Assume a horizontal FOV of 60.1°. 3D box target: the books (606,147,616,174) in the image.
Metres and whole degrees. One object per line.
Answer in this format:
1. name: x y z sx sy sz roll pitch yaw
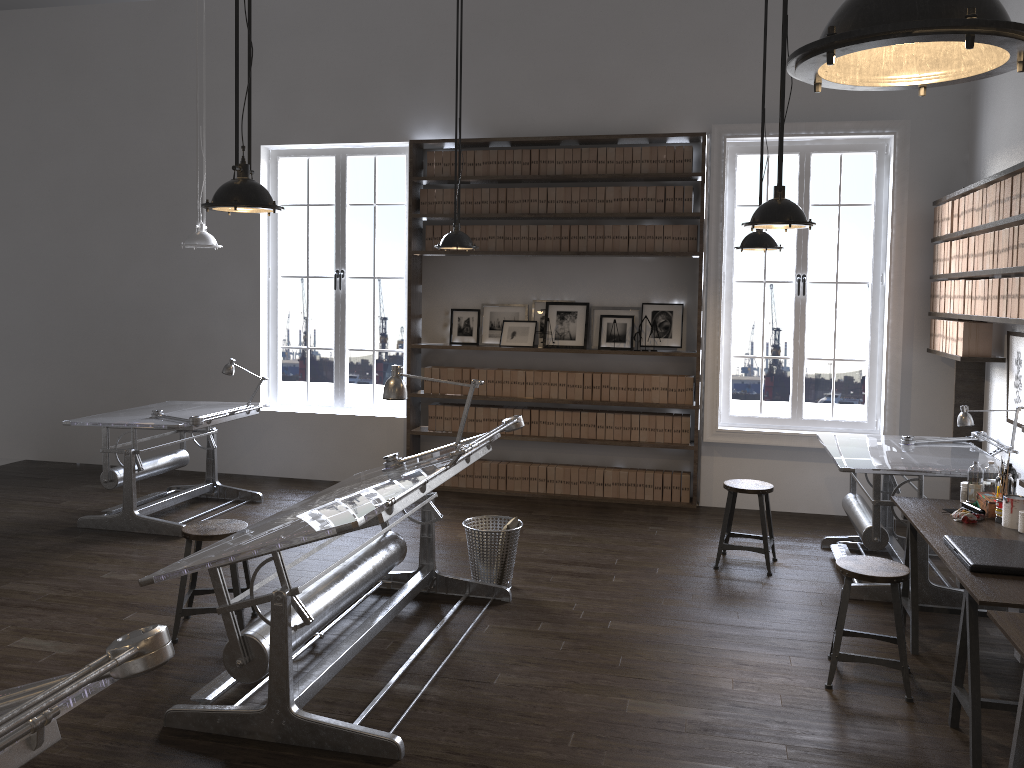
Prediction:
1. books: 0.826 -1.829 7.321 0.067 0.225 0.175 2 4 13

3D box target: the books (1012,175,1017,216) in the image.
1. books: 2.807 -1.013 4.780 0.174 0.225 0.067 2 3 13

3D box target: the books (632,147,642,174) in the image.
1. books: 1.030 -1.821 7.271 0.067 0.225 0.175 2 4 13

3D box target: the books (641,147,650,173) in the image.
1. books: 1.101 -1.818 7.257 0.067 0.225 0.175 2 4 13

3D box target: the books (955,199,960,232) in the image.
1. books: 3.075 -1.128 5.938 0.174 0.225 0.067 2 3 13

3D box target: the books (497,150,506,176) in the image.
1. books: -0.071 -1.866 7.535 0.067 0.225 0.175 2 4 13

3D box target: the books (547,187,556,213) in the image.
1. books: 0.346 -1.531 7.447 0.067 0.225 0.175 2 4 13

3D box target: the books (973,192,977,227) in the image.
1. books: 2.982 -1.087 5.527 0.174 0.225 0.067 2 3 13

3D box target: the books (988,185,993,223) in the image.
1. books: 2.901 -1.054 5.191 0.174 0.225 0.067 2 3 13

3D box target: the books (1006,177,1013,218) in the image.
1. books: 2.819 -1.021 4.854 0.174 0.225 0.067 2 3 13

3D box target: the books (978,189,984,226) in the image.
1. books: 2.947 -1.074 5.396 0.174 0.225 0.067 2 3 13

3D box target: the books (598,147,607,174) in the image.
1. books: 0.755 -1.832 7.334 0.067 0.225 0.175 2 4 13

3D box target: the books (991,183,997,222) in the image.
1. books: 2.881 -1.047 5.122 0.174 0.225 0.067 2 3 13

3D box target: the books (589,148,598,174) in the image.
1. books: 0.684 -1.835 7.351 0.067 0.225 0.175 2 4 13

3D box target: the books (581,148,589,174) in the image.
1. books: 0.624 -1.838 7.370 0.067 0.225 0.175 2 4 13

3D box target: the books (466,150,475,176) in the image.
1. books: -0.334 -1.876 7.592 0.067 0.225 0.175 2 4 13

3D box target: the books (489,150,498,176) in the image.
1. books: -0.138 -1.868 7.545 0.067 0.225 0.175 2 4 13

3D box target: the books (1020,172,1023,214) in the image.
1. books: 2.774 -0.999 4.642 0.174 0.225 0.067 2 3 13

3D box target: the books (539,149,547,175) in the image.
1. books: 0.281 -1.851 7.453 0.067 0.225 0.175 2 4 13

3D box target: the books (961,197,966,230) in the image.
1. books: 3.042 -1.114 5.796 0.174 0.225 0.067 2 3 13

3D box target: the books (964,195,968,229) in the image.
1. books: 3.030 -1.107 5.726 0.174 0.225 0.067 2 3 13

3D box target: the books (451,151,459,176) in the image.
1. books: -0.469 -1.882 7.630 0.067 0.225 0.175 2 4 13

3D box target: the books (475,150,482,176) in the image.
1. books: -0.264 -1.873 7.578 0.067 0.225 0.175 2 4 13

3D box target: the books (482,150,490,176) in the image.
1. books: -0.202 -1.871 7.565 0.067 0.225 0.175 2 4 13

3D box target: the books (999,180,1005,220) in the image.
1. books: 2.854 -1.034 4.989 0.174 0.225 0.067 2 3 13

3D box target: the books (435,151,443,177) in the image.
1. books: -0.609 -1.886 7.656 0.067 0.225 0.175 2 4 13

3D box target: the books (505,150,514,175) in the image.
1. books: -0.002 -1.863 7.519 0.067 0.225 0.175 2 4 13

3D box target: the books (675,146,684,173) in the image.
1. books: 1.362 -1.808 7.198 0.067 0.225 0.175 2 4 13

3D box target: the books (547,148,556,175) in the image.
1. books: 0.344 -1.848 7.431 0.067 0.225 0.175 2 4 13

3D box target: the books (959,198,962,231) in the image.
1. books: 3.063 -1.121 5.864 0.174 0.225 0.067 2 3 13

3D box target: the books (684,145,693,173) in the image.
1. books: 1.430 -1.805 7.178 0.067 0.225 0.175 2 4 13

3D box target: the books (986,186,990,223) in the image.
1. books: 2.921 -1.061 5.258 0.174 0.225 0.067 2 3 13

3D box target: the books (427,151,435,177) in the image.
1. books: -0.680 -1.889 7.672 0.067 0.225 0.175 2 4 13

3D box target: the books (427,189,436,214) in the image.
1. books: -0.675 -1.572 7.691 0.067 0.225 0.175 2 4 13

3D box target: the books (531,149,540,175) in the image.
1. books: 0.208 -1.854 7.464 0.067 0.225 0.175 2 4 13

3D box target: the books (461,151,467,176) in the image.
1. books: -0.402 -1.879 7.612 0.067 0.225 0.175 2 4 13

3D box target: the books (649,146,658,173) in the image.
1. books: 1.162 -1.816 7.244 0.067 0.225 0.175 2 4 13

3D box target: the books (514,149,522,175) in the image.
1. books: 0.066 -1.860 7.499 0.067 0.225 0.175 2 4 13

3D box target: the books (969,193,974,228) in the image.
1. books: 2.993 -1.094 5.593 0.174 0.225 0.067 2 3 13

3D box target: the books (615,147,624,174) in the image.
1. books: 0.895 -1.827 7.309 0.067 0.225 0.175 2 4 13

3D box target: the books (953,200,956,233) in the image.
1. books: 3.098 -1.135 6.009 0.174 0.225 0.067 2 3 13

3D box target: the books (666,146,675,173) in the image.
1. books: 1.293 -1.811 7.214 0.067 0.225 0.175 2 4 13

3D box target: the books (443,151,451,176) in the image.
1. books: -0.538 -1.884 7.642 0.067 0.225 0.175 2 4 13

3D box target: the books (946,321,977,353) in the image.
1. books: 3.087 -0.319 6.082 0.174 0.225 0.067 2 3 13

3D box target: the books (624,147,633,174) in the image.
1. books: 0.962 -1.824 7.291 0.067 0.225 0.175 2 4 13

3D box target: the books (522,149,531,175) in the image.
1. books: 0.136 -1.857 7.487 0.067 0.225 0.175 2 4 13

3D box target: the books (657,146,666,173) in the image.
1. books: 1.226 -1.813 7.224 0.067 0.225 0.175 2 4 13

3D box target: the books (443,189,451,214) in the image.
1. books: -0.536 -1.566 7.657 0.067 0.225 0.175 2 4 13

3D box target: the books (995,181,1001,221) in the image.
1. books: 2.864 -1.040 5.051 0.174 0.225 0.067 2 3 13

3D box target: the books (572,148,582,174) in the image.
1. books: 0.551 -1.841 7.388 0.067 0.225 0.175 2 4 13

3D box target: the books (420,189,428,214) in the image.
1. books: -0.742 -1.575 7.709 0.067 0.225 0.175 2 4 13

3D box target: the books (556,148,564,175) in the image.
1. books: 0.415 -1.846 7.418 0.067 0.225 0.175 2 4 13

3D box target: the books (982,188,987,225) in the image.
1. books: 2.935 -1.067 5.327 0.174 0.225 0.067 2 3 13

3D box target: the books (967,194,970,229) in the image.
1. books: 3.014 -1.100 5.657 0.174 0.225 0.067 2 3 13

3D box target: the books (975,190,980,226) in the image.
1. books: 2.966 -1.081 5.466 0.174 0.225 0.067 2 3 13

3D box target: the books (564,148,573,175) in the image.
1. books: 0.484 -1.844 7.406 0.067 0.225 0.175 2 4 13

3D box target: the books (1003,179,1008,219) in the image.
1. books: 2.841 -1.027 4.925 0.174 0.225 0.067 2 3 13

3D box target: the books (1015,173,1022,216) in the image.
1. books: 2.786 -1.006 4.712 0.174 0.225 0.067 2 3 13
